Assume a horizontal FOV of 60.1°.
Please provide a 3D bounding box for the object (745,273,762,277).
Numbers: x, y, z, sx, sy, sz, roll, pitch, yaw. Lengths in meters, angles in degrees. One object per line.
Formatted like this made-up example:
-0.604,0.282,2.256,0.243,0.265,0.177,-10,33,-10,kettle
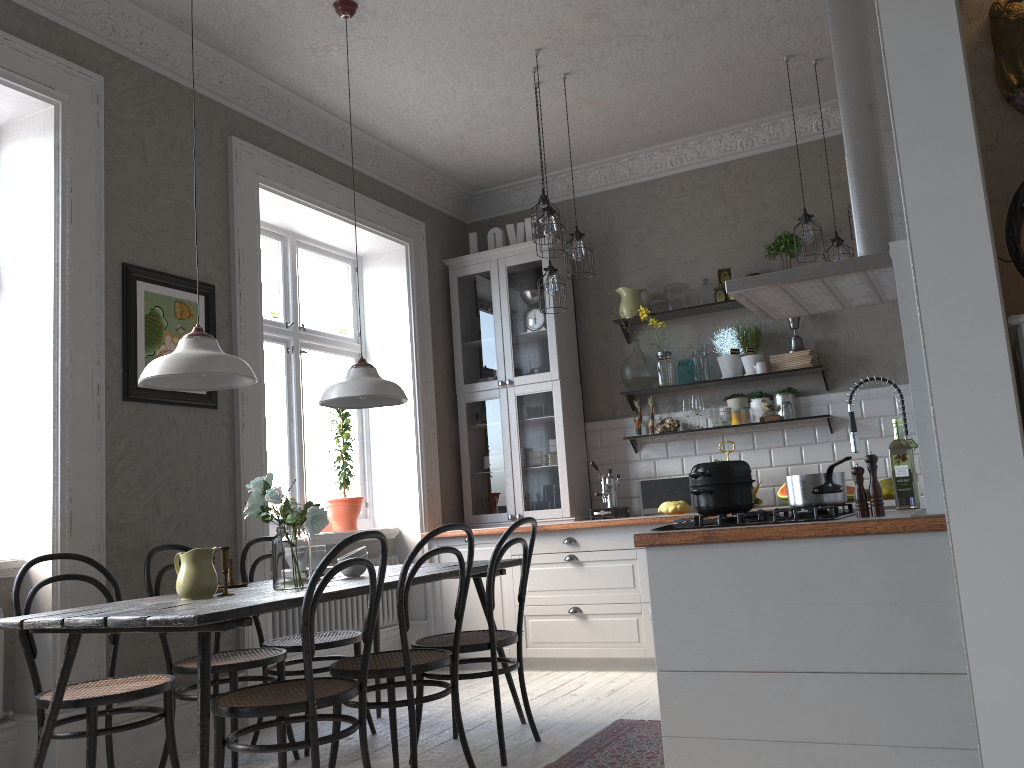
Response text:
1.553,-0.614,5.649,0.139,0.174,0.144,-8,-9,26,object

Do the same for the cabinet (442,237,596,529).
0.047,0.031,6.155,0.865,1.920,0.394,-8,-9,26,cabinet

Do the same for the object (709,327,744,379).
1.412,-0.200,5.686,0.239,0.354,0.240,4,-12,-45,object

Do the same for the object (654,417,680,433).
1.009,0.269,5.771,0.176,0.111,0.096,-5,-8,4,object

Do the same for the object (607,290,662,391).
0.804,-0.288,5.887,0.335,0.674,0.337,-3,-8,-5,object

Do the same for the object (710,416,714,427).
1.311,0.245,5.684,0.079,0.083,0.076,4,-12,-45,object

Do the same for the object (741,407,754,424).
1.467,0.199,5.537,0.077,0.108,0.079,-7,-9,20,object

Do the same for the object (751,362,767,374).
1.541,-0.098,5.477,0.064,0.071,0.104,1,-10,-33,object

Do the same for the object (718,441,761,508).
1.326,0.556,5.390,0.349,0.425,0.355,-6,-8,12,object

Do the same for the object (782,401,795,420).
1.683,0.163,5.403,0.077,0.108,0.079,-7,-9,20,object

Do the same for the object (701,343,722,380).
1.301,-0.127,5.803,0.129,0.264,0.134,-9,-10,32,object

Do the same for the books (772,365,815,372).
1.753,-0.084,5.475,0.256,0.011,0.160,-9,-10,29,books

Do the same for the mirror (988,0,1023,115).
1.565,-0.942,2.339,0.524,0.593,0.072,-8,-9,26,mirror

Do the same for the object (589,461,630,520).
0.598,0.681,5.684,0.202,0.370,0.359,-8,-9,27,object

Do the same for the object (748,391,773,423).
1.569,0.146,5.583,0.150,0.214,0.170,1,-10,-33,object

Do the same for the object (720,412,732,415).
1.340,0.203,5.539,0.079,0.051,0.075,4,-12,-44,object

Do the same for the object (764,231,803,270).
1.728,-0.759,5.523,0.246,0.397,0.255,2,-10,-38,object

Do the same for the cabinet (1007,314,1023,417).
1.546,0.458,1.938,0.655,1.296,0.390,-8,-9,26,cabinet

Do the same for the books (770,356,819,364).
1.749,-0.138,5.482,0.256,0.011,0.160,-9,-10,29,books

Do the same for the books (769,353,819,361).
1.748,-0.159,5.485,0.255,0.016,0.161,-11,-11,39,books

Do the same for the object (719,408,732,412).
1.338,0.178,5.542,0.076,0.051,0.078,-6,-8,12,object

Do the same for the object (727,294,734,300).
1.423,-0.573,5.652,0.081,0.113,0.084,-10,-10,36,object

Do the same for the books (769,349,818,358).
1.746,-0.180,5.488,0.256,0.011,0.161,-10,-10,32,books

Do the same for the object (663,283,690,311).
1.087,-0.556,5.832,0.175,0.184,0.169,0,-9,-24,object

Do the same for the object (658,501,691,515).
0.979,0.748,5.353,0.193,0.083,0.192,-9,-9,27,object

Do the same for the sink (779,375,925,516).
1.169,0.341,3.145,0.519,0.720,0.494,-8,-9,26,sink

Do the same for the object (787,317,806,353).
1.756,-0.330,5.495,0.129,0.287,0.132,-6,-8,12,object

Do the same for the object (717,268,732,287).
1.365,-0.677,5.683,0.082,0.113,0.083,-5,-8,7,object

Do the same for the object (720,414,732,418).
1.341,0.220,5.536,0.076,0.051,0.078,-7,-9,19,object

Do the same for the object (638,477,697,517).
0.985,0.709,5.585,0.346,0.226,0.089,-8,-9,26,object

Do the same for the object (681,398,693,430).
1.143,0.201,5.757,0.081,0.216,0.082,-6,-8,13,object

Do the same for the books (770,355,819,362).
1.749,-0.149,5.484,0.256,0.011,0.161,-10,-10,32,books

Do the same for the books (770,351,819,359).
1.747,-0.170,5.487,0.256,0.016,0.161,-10,-10,35,books

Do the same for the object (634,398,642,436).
0.840,0.225,5.907,0.053,0.264,0.061,-4,-8,-2,object

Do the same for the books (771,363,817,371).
1.752,-0.095,5.476,0.256,0.011,0.161,-10,-10,32,books

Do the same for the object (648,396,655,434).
0.925,0.210,5.848,0.062,0.264,0.052,0,-9,-27,object

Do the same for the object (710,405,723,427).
1.300,0.207,5.608,0.079,0.139,0.079,-4,-8,-1,object

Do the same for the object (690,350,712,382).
1.210,-0.110,5.675,0.127,0.206,0.122,3,-11,-40,object

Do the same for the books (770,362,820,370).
1.752,-0.106,5.478,0.255,0.016,0.161,-11,-11,39,books

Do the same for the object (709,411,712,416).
1.309,0.212,5.689,0.079,0.083,0.076,4,-12,-45,object

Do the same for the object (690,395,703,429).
1.177,0.181,5.635,0.081,0.216,0.082,-6,-8,13,object

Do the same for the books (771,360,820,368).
1.751,-0.116,5.479,0.256,0.016,0.161,-10,-10,35,books

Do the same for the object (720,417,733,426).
1.342,0.237,5.534,0.076,0.051,0.078,-7,-9,19,object

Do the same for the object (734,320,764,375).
1.503,-0.234,5.584,0.186,0.380,0.168,-2,-8,-12,object

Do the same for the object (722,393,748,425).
1.428,0.162,5.643,0.156,0.216,0.157,-5,-8,6,object

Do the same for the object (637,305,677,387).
0.941,-0.248,5.763,0.189,0.539,0.284,-7,-9,19,object

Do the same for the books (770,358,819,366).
1.750,-0.127,5.481,0.256,0.011,0.161,-10,-10,32,books

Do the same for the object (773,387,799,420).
1.718,0.127,5.520,0.156,0.213,0.155,-8,-9,24,object

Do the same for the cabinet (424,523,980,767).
0.922,1.044,4.105,2.012,0.854,4.146,-2,-9,-16,cabinet

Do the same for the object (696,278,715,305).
1.288,-0.588,5.842,0.141,0.220,0.138,-2,-8,-14,object

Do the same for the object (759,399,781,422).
1.595,0.162,5.469,0.119,0.146,0.100,-3,-8,-6,object

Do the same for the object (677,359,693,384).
1.146,-0.069,5.805,0.124,0.172,0.128,-9,-9,30,object

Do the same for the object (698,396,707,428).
1.217,0.189,5.716,0.081,0.216,0.082,-6,-8,13,object

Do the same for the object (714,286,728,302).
1.349,-0.561,5.693,0.081,0.113,0.084,-8,-9,26,object
